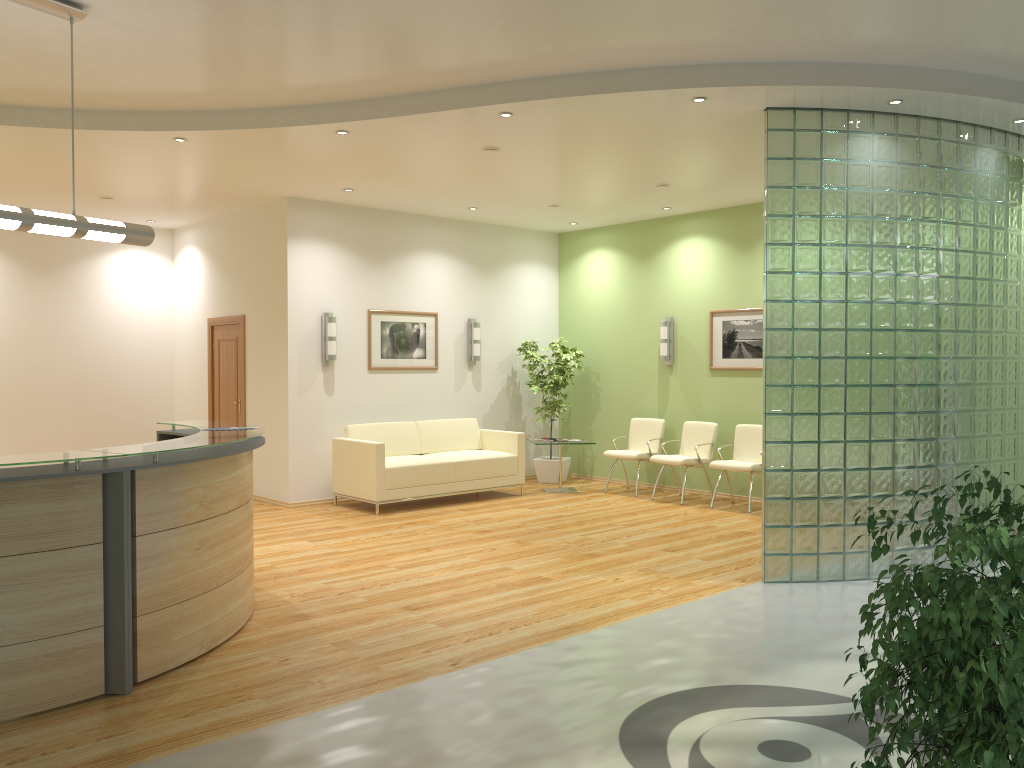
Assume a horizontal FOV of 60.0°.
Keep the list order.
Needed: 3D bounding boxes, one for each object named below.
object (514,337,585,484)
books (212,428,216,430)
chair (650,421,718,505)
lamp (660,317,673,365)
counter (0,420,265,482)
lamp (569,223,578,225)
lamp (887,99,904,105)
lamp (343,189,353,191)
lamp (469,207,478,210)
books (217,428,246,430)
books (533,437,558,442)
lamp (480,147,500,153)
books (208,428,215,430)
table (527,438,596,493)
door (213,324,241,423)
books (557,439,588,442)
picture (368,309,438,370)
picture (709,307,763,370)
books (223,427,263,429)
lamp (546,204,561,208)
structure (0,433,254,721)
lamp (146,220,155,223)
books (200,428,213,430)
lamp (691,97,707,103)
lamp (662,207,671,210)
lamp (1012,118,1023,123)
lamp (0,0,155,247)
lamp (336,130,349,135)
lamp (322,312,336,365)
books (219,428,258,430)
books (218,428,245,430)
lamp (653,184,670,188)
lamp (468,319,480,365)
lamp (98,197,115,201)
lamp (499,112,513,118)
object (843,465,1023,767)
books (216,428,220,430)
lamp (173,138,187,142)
[{"bbox_3d":[0.506,0.338,11.565,0.943,1.900,0.668,-1,2,-34],"label":"object"},{"bbox_3d":[-1.853,0.289,5.732,0.150,0.004,0.210,0,1,-7],"label":"books"},{"bbox_3d":[1.971,0.882,10.133,0.650,0.881,0.536,-1,2,-37],"label":"chair"},{"bbox_3d":[1.875,-0.524,10.793,0.142,0.580,0.134,-1,2,-42],"label":"lamp"},{"bbox_3d":[-2.573,0.356,4.656,1.837,0.078,3.674,1,2,33],"label":"counter"},{"bbox_3d":[0.786,-2.052,11.354,0.105,0.011,0.105,0,1,-16],"label":"lamp"},{"bbox_3d":[2.620,-1.925,6.061,0.105,0.011,0.105,-1,2,-25],"label":"lamp"},{"bbox_3d":[-1.686,-1.999,9.144,0.105,0.011,0.105,0,1,-8],"label":"lamp"},{"bbox_3d":[-0.450,-2.025,10.249,0.105,0.011,0.105,0,1,-8],"label":"lamp"},{"bbox_3d":[-1.818,0.289,5.742,0.150,0.004,0.210,-1,2,-27],"label":"books"},{"bbox_3d":[0.434,0.676,10.848,0.230,0.031,0.328,1,2,28],"label":"books"},{"bbox_3d":[-0.182,-1.951,7.421,0.167,0.024,0.167,0,1,-2],"label":"lamp"},{"bbox_3d":[-1.872,0.289,5.731,0.150,0.004,0.210,0,1,3],"label":"books"},{"bbox_3d":[0.594,0.998,10.859,0.736,0.614,0.736,0,1,-7],"label":"table"},{"bbox_3d":[-3.441,0.288,10.713,0.098,2.001,0.823,-1,2,-42],"label":"door"},{"bbox_3d":[0.733,0.678,10.773,0.328,0.031,0.230,1,1,23],"label":"books"},{"bbox_3d":[-1.279,-0.518,10.538,1.000,0.700,0.025,-1,2,-42],"label":"picture"},{"bbox_3d":[2.646,-0.505,10.020,0.025,0.700,1.000,-1,2,-42],"label":"picture"},{"bbox_3d":[-1.764,0.287,5.812,0.210,0.004,0.150,0,1,13],"label":"books"},{"bbox_3d":[0.473,-2.015,10.087,0.167,0.024,0.167,0,1,9],"label":"lamp"},{"bbox_3d":[-2.572,0.919,4.669,1.837,1.049,3.673,1,2,33],"label":"structure"},{"bbox_3d":[-4.554,-2.048,11.178,0.105,0.011,0.105,0,1,16],"label":"lamp"},{"bbox_3d":[-1.890,0.289,5.734,0.150,0.004,0.210,0,1,13],"label":"books"},{"bbox_3d":[1.266,-1.924,6.009,0.105,0.011,0.105,-1,2,-26],"label":"lamp"},{"bbox_3d":[1.786,-2.025,10.236,0.105,0.011,0.105,1,2,29],"label":"lamp"},{"bbox_3d":[3.743,-1.936,6.533,0.105,0.011,0.105,0,1,-13],"label":"lamp"},{"bbox_3d":[-2.565,-1.421,4.608,0.197,1.249,1.470,1,2,33],"label":"lamp"},{"bbox_3d":[-1.314,-1.944,6.868,0.105,0.011,0.105,0,1,6],"label":"lamp"},{"bbox_3d":[-2.013,-0.500,9.803,0.134,0.580,0.142,-1,2,-42],"label":"lamp"},{"bbox_3d":[-1.778,0.288,5.779,0.210,0.004,0.150,1,2,33],"label":"books"},{"bbox_3d":[-1.803,0.289,5.752,0.150,0.004,0.210,-1,2,-37],"label":"books"},{"bbox_3d":[1.507,-1.987,8.931,0.167,0.024,0.167,0,1,9],"label":"lamp"},{"bbox_3d":[-0.472,-0.533,11.181,0.134,0.580,0.142,-1,2,-42],"label":"lamp"},{"bbox_3d":[-4.397,-2.004,9.614,0.167,0.024,0.167,0,1,9],"label":"lamp"},{"bbox_3d":[-0.044,-1.932,6.374,0.105,0.011,0.105,0,1,18],"label":"lamp"},{"bbox_3d":[0.829,0.841,1.505,0.503,1.376,0.590,0,1,19],"label":"object"},{"bbox_3d":[-1.835,0.289,5.736,0.150,0.004,0.210,0,1,-17],"label":"books"},{"bbox_3d":[-2.654,-1.950,7.091,0.105,0.011,0.105,1,2,27],"label":"lamp"}]
